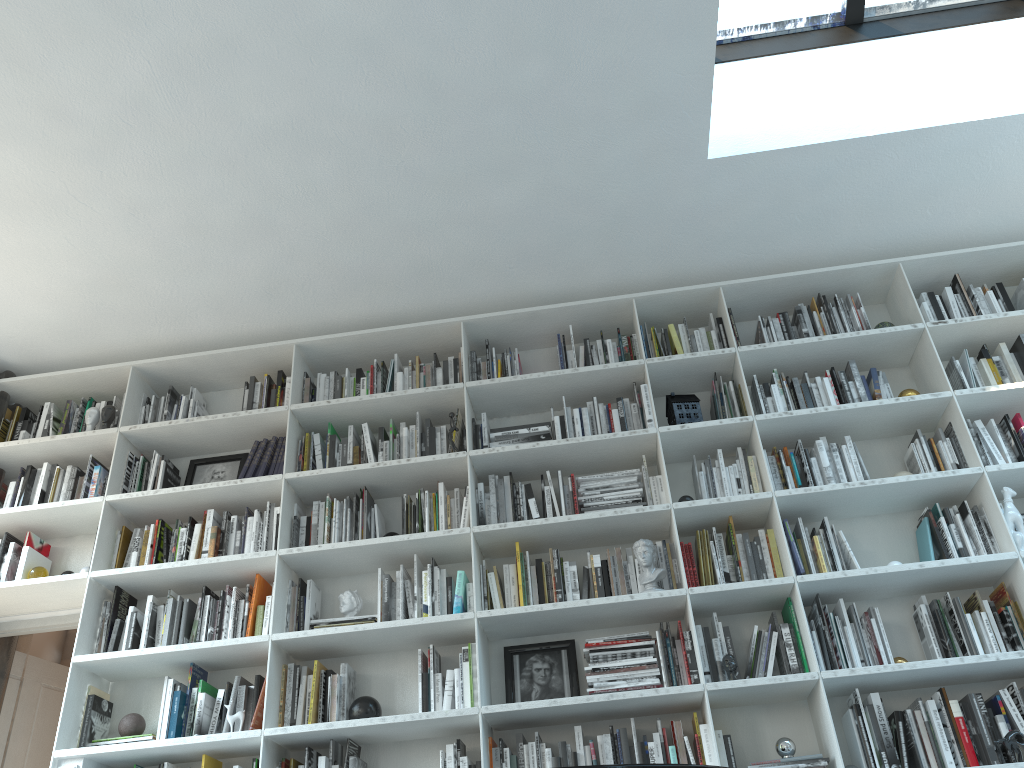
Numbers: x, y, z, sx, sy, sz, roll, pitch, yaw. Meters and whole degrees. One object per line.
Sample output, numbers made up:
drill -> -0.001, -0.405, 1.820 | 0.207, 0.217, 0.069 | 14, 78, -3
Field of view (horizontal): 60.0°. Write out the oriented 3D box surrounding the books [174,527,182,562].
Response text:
books -> -1.498, 0.794, 4.062 | 0.011, 0.227, 0.171 | -7, -33, 4

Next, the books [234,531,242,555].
books -> -1.228, 0.781, 4.037 | 0.022, 0.185, 0.137 | -7, -33, 4

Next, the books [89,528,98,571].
books -> -1.896, 0.820, 4.103 | 0.012, 0.283, 0.160 | -7, -33, 4

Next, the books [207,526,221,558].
books -> -1.323, 0.773, 4.022 | 0.029, 0.194, 0.193 | -7, -33, 4

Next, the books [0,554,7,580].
books -> -2.310, 0.910, 4.105 | 0.024, 0.192, 0.182 | -7, -33, 4

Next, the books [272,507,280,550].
books -> -1.042, 0.716, 4.031 | 0.035, 0.262, 0.178 | -7, -33, 4

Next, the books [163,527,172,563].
books -> -1.565, 0.797, 4.076 | 0.047, 0.248, 0.135 | -7, -33, 4

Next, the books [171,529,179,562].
books -> -1.511, 0.796, 4.054 | 0.014, 0.217, 0.165 | -7, -33, 4

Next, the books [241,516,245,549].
books -> -1.208, 0.750, 4.060 | 0.035, 0.259, 0.132 | -7, -33, 4

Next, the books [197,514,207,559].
books -> -1.380, 0.754, 4.054 | 0.023, 0.269, 0.188 | -7, -33, 4

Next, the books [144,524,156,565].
books -> -1.627, 0.797, 4.073 | 0.014, 0.251, 0.188 | -7, -33, 4

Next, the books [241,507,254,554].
books -> -1.189, 0.729, 4.048 | 0.012, 0.279, 0.189 | -7, -33, 4

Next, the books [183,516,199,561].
books -> -1.457, 0.769, 4.069 | 0.014, 0.271, 0.181 | -7, -33, 4

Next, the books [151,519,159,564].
books -> -1.611, 0.786, 4.082 | 0.020, 0.279, 0.165 | -7, -33, 4

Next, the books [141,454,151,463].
books -> -1.784, 0.501, 4.300 | 0.006, 0.287, 0.145 | -7, -33, 4

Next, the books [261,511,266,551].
books -> -1.103, 0.733, 4.053 | 0.024, 0.264, 0.156 | -7, -33, 4

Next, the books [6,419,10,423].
books -> -2.579, 0.320, 4.549 | 0.011, 0.240, 0.151 | -7, -33, 4

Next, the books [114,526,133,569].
books -> -1.768, 0.810, 4.083 | 0.012, 0.261, 0.181 | -7, -33, 4

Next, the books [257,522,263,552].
books -> -1.120, 0.756, 4.030 | 0.013, 0.205, 0.173 | -7, -33, 4

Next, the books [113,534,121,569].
books -> -1.782, 0.829, 4.084 | 0.022, 0.231, 0.152 | -7, -33, 4

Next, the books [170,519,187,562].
books -> -1.525, 0.780, 4.081 | 0.012, 0.275, 0.151 | -7, -33, 4

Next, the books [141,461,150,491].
books -> -1.726, 0.512, 4.260 | 0.018, 0.217, 0.187 | -7, -33, 4

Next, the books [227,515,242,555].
books -> -1.255, 0.754, 4.060 | 0.029, 0.259, 0.158 | -7, -33, 4

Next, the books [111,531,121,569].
books -> -1.799, 0.827, 4.098 | 0.012, 0.252, 0.161 | -7, -33, 4

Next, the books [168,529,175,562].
books -> -1.535, 0.803, 4.073 | 0.012, 0.229, 0.150 | -7, -33, 4

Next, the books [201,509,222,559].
books -> -1.355, 0.741, 4.051 | 0.030, 0.284, 0.186 | -7, -33, 4

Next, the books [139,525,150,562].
books -> -1.668, 0.802, 4.083 | 0.010, 0.261, 0.151 | -7, -33, 4

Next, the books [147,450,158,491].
books -> -1.703, 0.488, 4.283 | 0.005, 0.279, 0.192 | -7, -33, 4

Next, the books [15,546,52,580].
books -> -2.213, 0.884, 4.094 | 0.029, 0.210, 0.188 | -7, -33, 4

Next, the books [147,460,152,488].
books -> -1.714, 0.506, 4.275 | 0.019, 0.242, 0.154 | -7, -33, 4

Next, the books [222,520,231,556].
books -> -1.276, 0.760, 4.042 | 0.013, 0.231, 0.172 | -7, -33, 4

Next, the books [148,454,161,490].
books -> -1.690, 0.490, 4.268 | 0.023, 0.257, 0.184 | -7, -33, 4

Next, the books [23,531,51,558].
books -> -2.235, 0.858, 4.131 | 0.013, 0.297, 0.180 | -7, -33, 4

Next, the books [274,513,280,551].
books -> -1.007, 0.723, 3.991 | 0.039, 0.201, 0.237 | -7, -34, 4

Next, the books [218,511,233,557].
books -> -1.295, 0.747, 4.067 | 0.025, 0.284, 0.162 | -7, -33, 4

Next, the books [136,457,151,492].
books -> -1.750, 0.500, 4.265 | 0.004, 0.244, 0.190 | -7, -33, 4

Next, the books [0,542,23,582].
books -> -2.281, 0.878, 4.100 | 0.021, 0.235, 0.189 | -7, -33, 4

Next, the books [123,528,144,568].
books -> -1.729, 0.816, 4.093 | 0.062, 0.256, 0.153 | -7, -33, 4

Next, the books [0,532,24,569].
books -> -2.333, 0.862, 4.123 | 0.013, 0.295, 0.188 | -7, -33, 4

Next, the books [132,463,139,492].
books -> -1.771, 0.516, 4.257 | 0.004, 0.213, 0.187 | -7, -33, 4

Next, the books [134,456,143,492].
books -> -1.765, 0.503, 4.280 | 0.009, 0.258, 0.185 | -7, -33, 4

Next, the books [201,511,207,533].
books -> -1.397, 0.752, 4.079 | 0.014, 0.302, 0.152 | -7, -33, 4

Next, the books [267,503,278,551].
books -> -1.071, 0.710, 4.043 | 0.022, 0.288, 0.170 | -7, -33, 4

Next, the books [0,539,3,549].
books -> -2.382, 0.887, 4.141 | 0.022, 0.280, 0.157 | -7, -33, 4

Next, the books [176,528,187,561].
books -> -1.477, 0.792, 4.051 | 0.031, 0.216, 0.174 | -7, -33, 4

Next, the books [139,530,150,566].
books -> -1.648, 0.810, 4.069 | 0.030, 0.228, 0.173 | -7, -33, 4

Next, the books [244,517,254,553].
books -> -1.167, 0.744, 4.030 | 0.030, 0.229, 0.173 | -7, -33, 4

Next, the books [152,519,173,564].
books -> -1.597, 0.779, 4.071 | 0.011, 0.276, 0.165 | -7, -33, 4

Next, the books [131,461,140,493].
books -> -1.777, 0.516, 4.270 | 0.009, 0.227, 0.185 | -7, -33, 4

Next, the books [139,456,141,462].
books -> -1.789, 0.505, 4.295 | 0.005, 0.276, 0.147 | -7, -33, 4

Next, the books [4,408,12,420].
books -> -2.594, 0.287, 4.557 | 0.012, 0.305, 0.181 | -7, -33, 4

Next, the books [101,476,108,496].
books -> -1.940, 0.565, 4.294 | 0.029, 0.194, 0.147 | -7, -33, 4

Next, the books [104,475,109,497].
books -> -1.914, 0.557, 4.278 | 0.026, 0.187, 0.155 | -7, -33, 4

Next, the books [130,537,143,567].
books -> -1.686, 0.823, 4.053 | 0.026, 0.194, 0.176 | -7, -33, 4

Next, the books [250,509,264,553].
books -> -1.142, 0.727, 4.036 | 0.022, 0.262, 0.175 | -7, -33, 4

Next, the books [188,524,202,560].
books -> -1.425, 0.782, 4.061 | 0.047, 0.237, 0.163 | -7, -33, 4

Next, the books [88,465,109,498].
books -> -1.973, 0.540, 4.281 | 0.029, 0.228, 0.192 | -7, -33, 4

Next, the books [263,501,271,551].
books -> -1.089, 0.705, 4.034 | 0.012, 0.289, 0.183 | -7, -33, 4
